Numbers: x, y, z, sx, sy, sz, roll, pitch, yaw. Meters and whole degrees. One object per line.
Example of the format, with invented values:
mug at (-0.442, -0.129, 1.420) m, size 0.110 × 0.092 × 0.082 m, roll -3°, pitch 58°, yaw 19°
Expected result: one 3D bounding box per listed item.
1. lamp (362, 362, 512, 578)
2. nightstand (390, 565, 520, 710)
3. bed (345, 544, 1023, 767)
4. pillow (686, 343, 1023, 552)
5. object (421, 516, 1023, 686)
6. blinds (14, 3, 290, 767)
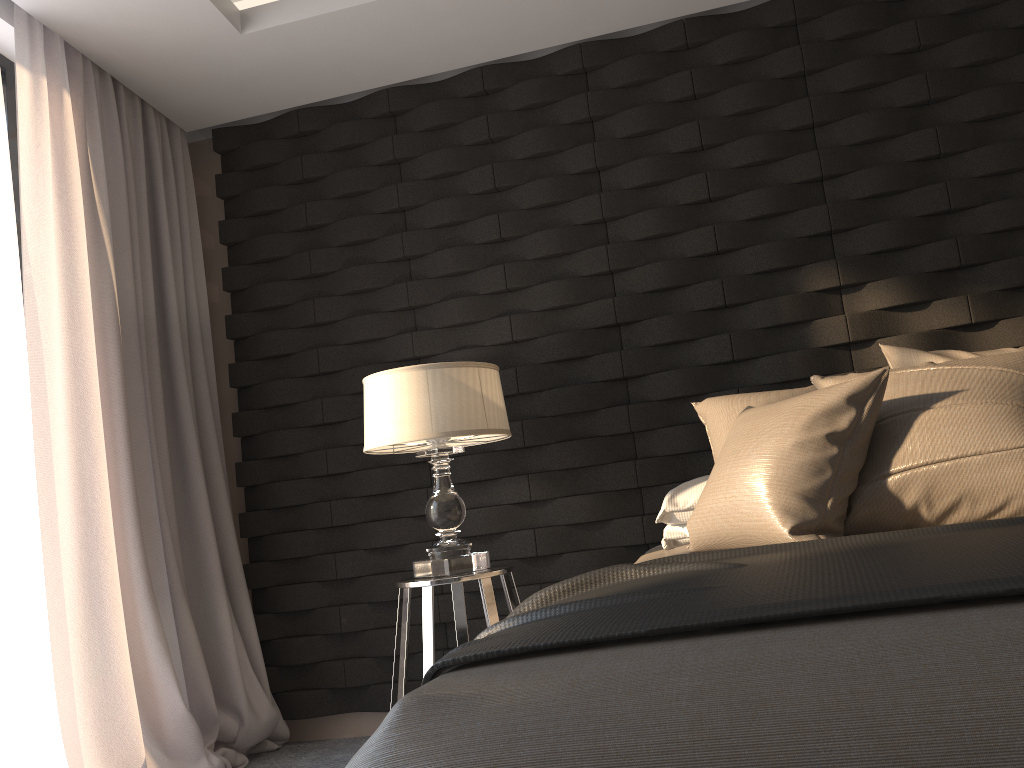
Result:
lamp at (-0.223, 0.280, 2.791) m, size 0.491 × 0.630 × 0.440 m, roll 0°, pitch -10°, yaw -42°
nightstand at (-0.142, 0.887, 2.703) m, size 0.527 × 0.603 × 0.574 m, roll -11°, pitch -9°, yaw 27°
bed at (0.982, 0.601, 1.757) m, size 2.233 × 0.624 × 2.355 m, roll -9°, pitch -8°, yaw 15°
pillow at (1.010, 0.095, 2.219) m, size 1.224 × 0.518 × 0.925 m, roll -9°, pitch -8°, yaw 15°
object at (0.815, 0.382, 1.340) m, size 2.005 × 0.322 × 0.633 m, roll -9°, pitch -8°, yaw 12°
blinds at (-1.211, 0.037, 3.058) m, size 0.336 × 2.639 × 1.012 m, roll -8°, pitch -8°, yaw 8°
